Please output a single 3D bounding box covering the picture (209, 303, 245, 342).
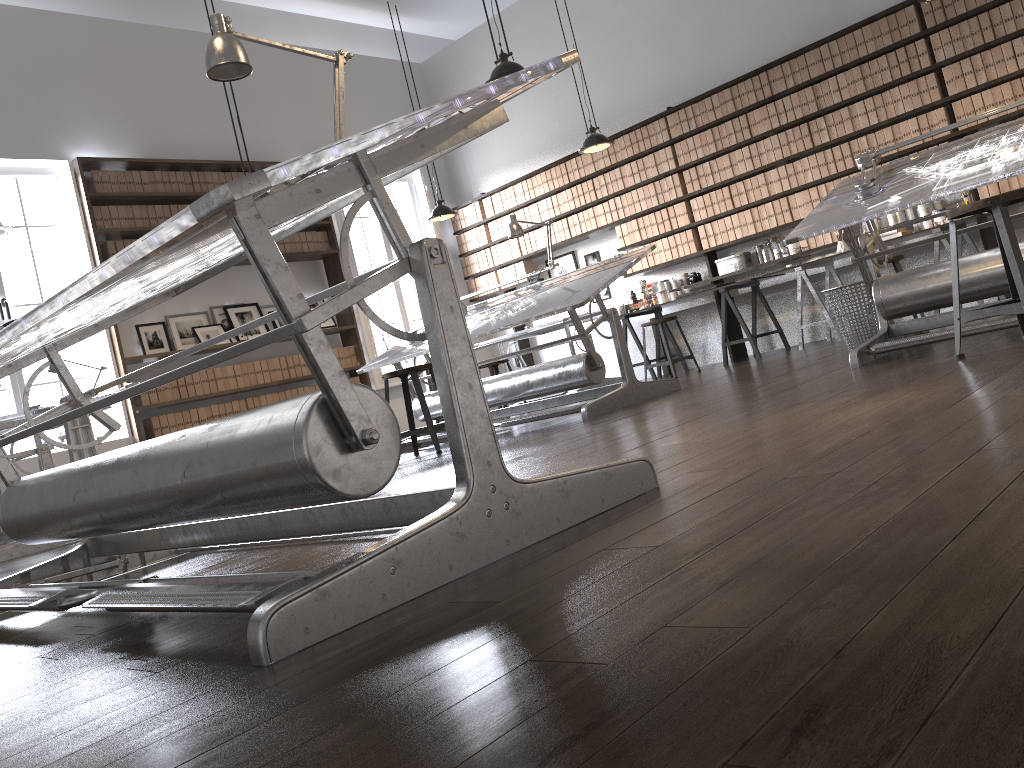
[{"bbox_3d":[-2.652,-0.565,8.434,0.090,0.407,0.371,-16,-3,43],"label":"picture"}]

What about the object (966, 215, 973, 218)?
[{"bbox_3d":[3.275,-1.199,6.431,0.171,0.017,0.011,-14,-2,11],"label":"object"}]

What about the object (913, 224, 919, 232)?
[{"bbox_3d":[3.180,-1.217,6.930,0.062,0.094,0.061,-13,-2,-6],"label":"object"}]

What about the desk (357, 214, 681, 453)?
[{"bbox_3d":[-0.092,-0.397,5.937,2.264,1.390,1.082,-14,-2,43],"label":"desk"}]

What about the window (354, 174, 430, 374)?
[{"bbox_3d":[-1.322,-1.236,9.858,0.152,2.315,1.251,-16,-3,43],"label":"window"}]

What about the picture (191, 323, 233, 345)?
[{"bbox_3d":[-2.762,-0.444,8.168,0.143,0.229,0.301,-15,-2,43],"label":"picture"}]

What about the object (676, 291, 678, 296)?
[{"bbox_3d":[1.571,-0.829,8.420,0.044,0.101,0.044,-16,-3,43],"label":"object"}]

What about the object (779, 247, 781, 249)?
[{"bbox_3d":[2.383,-1.171,7.814,0.035,0.103,0.004,-16,-3,38],"label":"object"}]

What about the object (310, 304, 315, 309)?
[{"bbox_3d":[-1.988,-0.674,8.911,0.040,0.305,0.119,-16,-3,43],"label":"object"}]

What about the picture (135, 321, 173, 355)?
[{"bbox_3d":[-3.173,-0.390,7.864,0.057,0.316,0.268,-16,-3,43],"label":"picture"}]

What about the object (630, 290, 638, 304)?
[{"bbox_3d":[1.211,-0.811,8.755,0.068,0.230,0.068,-16,-3,40],"label":"object"}]

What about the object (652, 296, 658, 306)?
[{"bbox_3d":[1.369,-0.785,8.455,0.049,0.112,0.049,-16,-3,39],"label":"object"}]

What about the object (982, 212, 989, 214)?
[{"bbox_3d":[3.429,-1.246,6.411,0.049,0.037,0.048,-13,-1,-44],"label":"object"}]

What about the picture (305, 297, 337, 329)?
[{"bbox_3d":[-2.018,-0.731,9.094,0.159,0.365,0.345,-16,-2,43],"label":"picture"}]

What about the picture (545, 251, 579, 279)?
[{"bbox_3d":[0.591,-1.133,9.725,0.412,0.576,0.040,-15,-3,43],"label":"picture"}]

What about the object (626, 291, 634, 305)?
[{"bbox_3d":[1.154,-0.801,8.693,0.068,0.238,0.068,-16,-3,40],"label":"object"}]

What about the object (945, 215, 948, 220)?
[{"bbox_3d":[3.280,-1.245,6.636,0.049,0.112,0.049,-11,-3,-44],"label":"object"}]

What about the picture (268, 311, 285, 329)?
[{"bbox_3d":[-2.241,-0.605,8.808,0.126,0.291,0.291,-16,-2,43],"label":"picture"}]

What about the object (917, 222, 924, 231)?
[{"bbox_3d":[3.181,-1.216,6.863,0.063,0.093,0.062,-13,-2,-6],"label":"object"}]

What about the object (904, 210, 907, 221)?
[{"bbox_3d":[3.164,-1.359,7.167,0.045,0.128,0.044,-12,-3,-29],"label":"object"}]

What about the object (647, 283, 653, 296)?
[{"bbox_3d":[1.379,-0.941,8.867,0.050,0.140,0.051,-16,-3,40],"label":"object"}]

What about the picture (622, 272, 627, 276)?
[{"bbox_3d":[1.115,-1.213,9.247,0.249,0.184,0.023,-14,-3,43],"label":"picture"}]

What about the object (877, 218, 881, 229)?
[{"bbox_3d":[3.001,-1.319,7.283,0.044,0.128,0.044,-16,-3,43],"label":"object"}]

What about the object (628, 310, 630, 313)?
[{"bbox_3d":[1.148,-0.696,8.581,0.049,0.037,0.049,-14,-1,39],"label":"object"}]

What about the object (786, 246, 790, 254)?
[{"bbox_3d":[2.459,-1.178,7.840,0.044,0.101,0.044,-11,-3,-44],"label":"object"}]

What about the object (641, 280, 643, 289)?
[{"bbox_3d":[1.268,-0.904,8.569,0.007,0.214,0.054,-13,-3,-12],"label":"object"}]

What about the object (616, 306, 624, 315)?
[{"bbox_3d":[1.064,-0.711,8.674,0.069,0.105,0.068,-12,-3,-43],"label":"object"}]

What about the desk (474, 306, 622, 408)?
[{"bbox_3d":[0.451,-0.388,9.202,1.260,1.100,1.077,-15,-2,43],"label":"desk"}]

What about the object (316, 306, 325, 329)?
[{"bbox_3d":[-1.957,-0.660,8.980,0.040,0.262,0.111,-16,-3,43],"label":"object"}]

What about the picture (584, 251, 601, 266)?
[{"bbox_3d":[0.881,-1.261,9.454,0.200,0.285,0.022,-15,-3,42],"label":"picture"}]

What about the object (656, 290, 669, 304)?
[{"bbox_3d":[1.439,-0.816,8.440,0.104,0.142,0.104,-15,-2,35],"label":"object"}]

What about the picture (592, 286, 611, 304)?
[{"bbox_3d":[0.942,-0.974,9.446,0.249,0.184,0.023,-14,-3,43],"label":"picture"}]

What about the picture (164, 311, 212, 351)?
[{"bbox_3d":[-2.930,-0.475,8.114,0.082,0.366,0.417,-16,-2,43],"label":"picture"}]

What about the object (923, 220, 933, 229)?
[{"bbox_3d":[3.191,-1.219,6.794,0.062,0.094,0.062,-14,-2,3],"label":"object"}]

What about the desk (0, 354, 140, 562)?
[{"bbox_3d":[-2.969,0.405,5.512,1.260,1.192,1.177,-15,-2,43],"label":"desk"}]

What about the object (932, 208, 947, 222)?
[{"bbox_3d":[3.256,-1.254,6.711,0.104,0.142,0.104,-12,-2,-40],"label":"object"}]

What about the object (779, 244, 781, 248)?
[{"bbox_3d":[2.387,-1.177,7.831,0.028,0.127,0.004,-16,-4,41],"label":"object"}]

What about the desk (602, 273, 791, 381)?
[{"bbox_3d":[1.681,-0.459,8.112,1.657,0.671,0.659,-14,-1,43],"label":"desk"}]

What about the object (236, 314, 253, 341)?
[{"bbox_3d":[-2.520,-0.521,8.284,0.040,0.261,0.175,-16,-3,43],"label":"object"}]

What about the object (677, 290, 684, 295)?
[{"bbox_3d":[1.598,-0.835,8.370,0.062,0.093,0.063,-14,-2,2],"label":"object"}]

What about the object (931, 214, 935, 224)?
[{"bbox_3d":[3.294,-1.257,6.822,0.094,0.128,0.094,-15,-2,39],"label":"object"}]

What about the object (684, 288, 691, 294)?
[{"bbox_3d":[1.663,-0.851,8.374,0.062,0.094,0.062,-14,-2,2],"label":"object"}]

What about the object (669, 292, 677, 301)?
[{"bbox_3d":[1.530,-0.819,8.375,0.062,0.094,0.061,-13,-2,-7],"label":"object"}]

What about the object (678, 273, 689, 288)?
[{"bbox_3d":[1.673,-0.990,8.570,0.107,0.162,0.236,-14,-1,9],"label":"object"}]

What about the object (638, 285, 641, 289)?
[{"bbox_3d":[1.267,-0.891,8.587,0.071,0.187,0.008,-16,-4,44],"label":"object"}]

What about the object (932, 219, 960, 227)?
[{"bbox_3d":[3.201,-1.193,6.513,0.196,0.051,0.132,-14,0,13],"label":"object"}]

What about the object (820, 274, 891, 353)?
[{"bbox_3d":[1.827,-0.342,4.591,0.354,0.379,0.351,-13,-2,-26],"label":"object"}]

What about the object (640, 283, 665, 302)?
[{"bbox_3d":[1.400,-0.899,8.639,0.346,0.146,0.076,-14,-2,-25],"label":"object"}]

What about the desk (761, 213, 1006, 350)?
[{"bbox_3d":[2.932,-0.760,6.921,1.657,0.671,0.659,-14,-1,43],"label":"desk"}]

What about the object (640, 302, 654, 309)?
[{"bbox_3d":[1.264,-0.727,8.355,0.132,0.051,0.196,-14,0,-18],"label":"object"}]

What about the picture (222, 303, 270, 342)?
[{"bbox_3d":[-2.530,-0.587,8.490,0.147,0.392,0.375,-16,-3,43],"label":"picture"}]

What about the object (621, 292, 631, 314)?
[{"bbox_3d":[1.108,-0.786,8.640,0.068,0.230,0.068,-16,-3,40],"label":"object"}]

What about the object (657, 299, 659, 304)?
[{"bbox_3d":[1.396,-0.780,8.519,0.059,0.089,0.060,-15,-2,38],"label":"object"}]

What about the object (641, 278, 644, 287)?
[{"bbox_3d":[1.279,-0.914,8.590,0.021,0.229,0.007,-12,-3,-35],"label":"object"}]

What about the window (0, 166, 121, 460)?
[{"bbox_3d":[-4.040,-0.561,7.019,0.152,2.503,1.490,-16,-3,43],"label":"window"}]

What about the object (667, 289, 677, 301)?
[{"bbox_3d":[1.545,-0.836,8.486,0.094,0.128,0.094,-12,-2,-43],"label":"object"}]

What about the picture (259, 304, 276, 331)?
[{"bbox_3d":[-2.286,-0.630,8.828,0.094,0.362,0.436,-16,-2,43],"label":"picture"}]

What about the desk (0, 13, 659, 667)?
[{"bbox_3d":[-0.764,-0.225,2.214,2.054,1.390,1.082,-14,-2,43],"label":"desk"}]

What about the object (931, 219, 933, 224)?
[{"bbox_3d":[3.232,-1.229,6.840,0.044,0.101,0.044,-16,-3,43],"label":"object"}]

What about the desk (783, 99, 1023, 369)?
[{"bbox_3d":[2.284,-0.969,3.676,2.054,1.390,1.082,-14,-2,43],"label":"desk"}]
